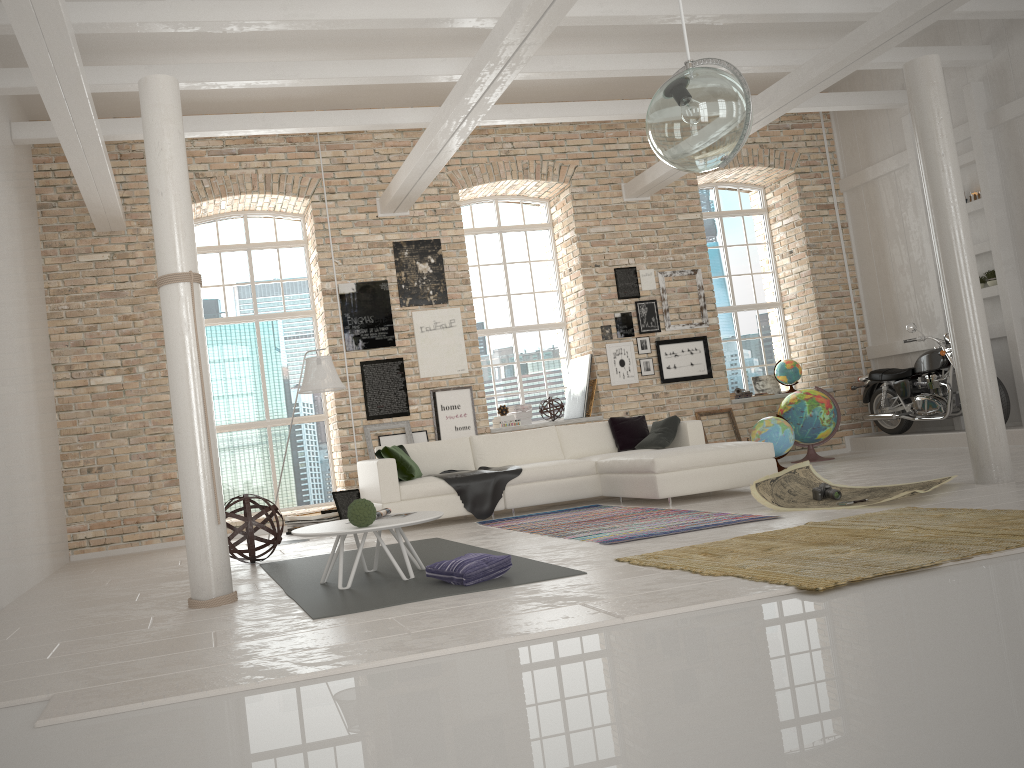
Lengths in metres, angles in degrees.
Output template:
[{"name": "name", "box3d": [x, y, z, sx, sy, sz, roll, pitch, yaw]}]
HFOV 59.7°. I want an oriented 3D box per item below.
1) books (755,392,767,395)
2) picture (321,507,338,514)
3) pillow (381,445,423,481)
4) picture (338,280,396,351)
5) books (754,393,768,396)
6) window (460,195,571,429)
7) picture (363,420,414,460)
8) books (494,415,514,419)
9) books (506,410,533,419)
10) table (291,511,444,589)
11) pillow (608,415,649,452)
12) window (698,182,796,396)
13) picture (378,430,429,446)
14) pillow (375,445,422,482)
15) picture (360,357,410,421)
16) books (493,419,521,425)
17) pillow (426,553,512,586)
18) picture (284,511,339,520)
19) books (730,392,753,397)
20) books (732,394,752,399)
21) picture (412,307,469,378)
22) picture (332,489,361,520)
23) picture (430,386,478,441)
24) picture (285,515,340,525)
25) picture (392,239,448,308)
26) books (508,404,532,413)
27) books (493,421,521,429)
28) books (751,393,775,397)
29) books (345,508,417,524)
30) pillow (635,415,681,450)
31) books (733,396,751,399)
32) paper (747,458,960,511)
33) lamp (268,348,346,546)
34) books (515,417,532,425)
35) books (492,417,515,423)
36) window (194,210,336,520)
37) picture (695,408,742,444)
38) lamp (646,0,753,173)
[{"name": "books", "box3d": [3.165, 0.123, 11.343, 0.124, 0.013, 0.109, -4, -4, -41]}, {"name": "picture", "box3d": [-1.838, 1.333, 9.509, 0.298, 0.048, 0.375, -8, -3, 10]}, {"name": "pillow", "box3d": [-1.044, 0.741, 8.415, 0.312, 0.344, 0.406, -8, -4, 7]}, {"name": "picture", "box3d": [-1.672, -0.792, 10.281, 0.573, 0.786, 0.038, -6, -5, -13]}, {"name": "books", "box3d": [3.173, 0.134, 11.335, 0.099, 0.014, 0.142, -5, -4, -35]}, {"name": "window", "box3d": [1.921, -1.498, 5.920, 1.379, 2.993, 11.822, -6, -3, -20]}, {"name": "picture", "box3d": [-1.357, 0.721, 10.045, 0.528, 0.583, 0.292, -6, -4, -15]}, {"name": "books", "box3d": [-0.101, 0.395, 10.663, 0.175, 0.030, 0.185, -5, -4, -28]}, {"name": "books", "box3d": [0.086, 0.389, 11.011, 0.228, 0.088, 0.331, -6, -4, -23]}, {"name": "table", "box3d": [-0.836, 0.988, 5.291, 0.910, 0.343, 0.911, -7, -3, -2]}, {"name": "pillow", "box3d": [1.246, 0.517, 9.299, 0.414, 0.391, 0.249, -6, -4, -14]}, {"name": "window", "box3d": [4.919, -1.827, 6.622, 1.379, 2.993, 11.822, -6, -3, -20]}, {"name": "picture", "box3d": [-1.198, 0.837, 10.138, 0.558, 0.569, 0.151, -6, -5, -14]}, {"name": "pillow", "box3d": [-1.110, 0.780, 8.693, 0.332, 0.366, 0.387, -9, -4, 29]}, {"name": "picture", "box3d": [-1.462, 0.057, 10.251, 0.495, 0.682, 0.066, -6, -5, -13]}, {"name": "books", "box3d": [-0.064, 0.456, 10.651, 0.261, 0.024, 0.227, -6, -3, -20]}, {"name": "pillow", "box3d": [-0.232, 1.003, 4.785, 0.331, 0.164, 0.378, -4, -5, -41]}, {"name": "picture", "box3d": [-1.932, 1.363, 9.457, 0.732, 0.048, 0.626, -4, -4, -39]}, {"name": "books", "box3d": [2.925, 0.138, 11.482, 0.247, 0.026, 0.211, -6, -3, -21]}, {"name": "books", "box3d": [2.920, 0.164, 11.477, 0.246, 0.030, 0.210, -6, -3, -17]}, {"name": "picture", "box3d": [-0.841, -0.484, 10.426, 0.572, 0.786, 0.038, -6, -5, -13]}, {"name": "picture", "box3d": [-1.662, 1.296, 9.222, 0.309, 0.405, 0.204, -4, -5, -38]}, {"name": "picture", "box3d": [-0.666, 0.420, 10.369, 0.503, 0.757, 0.012, -6, -5, -13]}, {"name": "picture", "box3d": [-1.937, 1.402, 9.481, 0.624, 0.048, 0.735, -9, -4, 31]}, {"name": "picture", "box3d": [-1.078, -1.305, 10.482, 0.571, 0.785, 0.038, -6, -5, -13]}, {"name": "books", "box3d": [0.068, 0.305, 11.009, 0.285, 0.085, 0.243, -5, -4, -36]}, {"name": "books", "box3d": [-0.062, 0.492, 10.648, 0.266, 0.048, 0.227, -6, -3, -19]}, {"name": "books", "box3d": [3.186, 0.149, 11.330, 0.220, 0.022, 0.181, -6, -3, -16]}, {"name": "books", "box3d": [-0.800, 0.797, 5.459, 0.386, 0.048, 0.294, -8, -3, 14]}, {"name": "pillow", "box3d": [1.457, 0.487, 8.910, 0.324, 0.306, 0.437, -5, -4, -27]}, {"name": "books", "box3d": [2.925, 0.189, 11.471, 0.248, 0.025, 0.208, -6, -3, -15]}, {"name": "paper", "box3d": [2.505, 0.683, 6.438, 1.132, 0.265, 1.369, -10, -4, 38]}, {"name": "lamp", "box3d": [-1.985, 0.587, 8.431, 1.046, 1.778, 0.431, -9, -5, 19]}, {"name": "books", "box3d": [0.097, 0.471, 11.004, 0.232, 0.088, 0.324, -6, -3, -13]}, {"name": "books", "box3d": [-0.103, 0.430, 10.659, 0.192, 0.041, 0.205, -5, -4, -31]}, {"name": "window", "box3d": [-1.062, -0.836, 5.186, 1.379, 3.660, 11.822, -6, -3, -20]}, {"name": "picture", "box3d": [2.584, 0.685, 10.957, 0.490, 0.749, 0.229, -6, -4, -14]}, {"name": "lamp", "box3d": [0.849, -1.819, 4.432, 0.502, 1.601, 0.502, -7, -4, -2]}]
